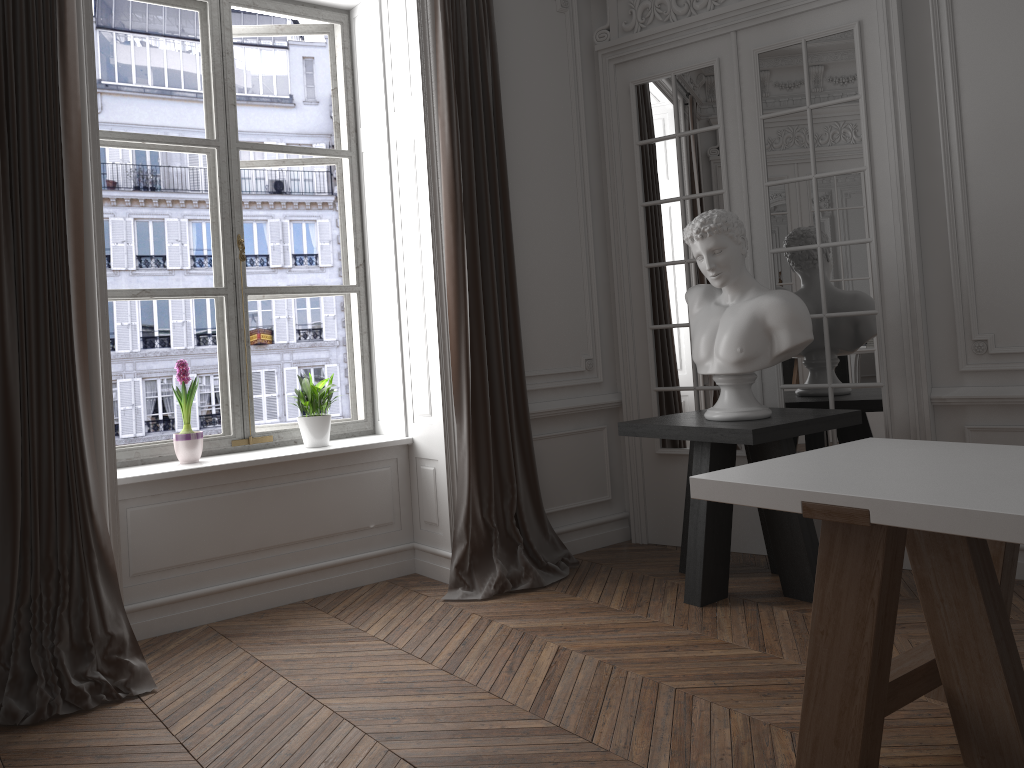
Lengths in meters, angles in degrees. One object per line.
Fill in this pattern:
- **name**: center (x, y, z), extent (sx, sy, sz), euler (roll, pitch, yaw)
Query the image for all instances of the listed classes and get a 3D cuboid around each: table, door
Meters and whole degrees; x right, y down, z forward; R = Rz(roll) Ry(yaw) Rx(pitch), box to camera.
- **table**: center (1.653, 0.595, 1.651), extent (0.902, 0.750, 2.615), euler (-5, 3, -37)
- **door**: center (1.211, -0.505, 4.436), extent (1.559, 2.743, 0.086), euler (-4, -2, 38)
- **table**: center (1.034, 0.519, 3.935), extent (0.769, 0.751, 0.765), euler (-4, 1, -37)

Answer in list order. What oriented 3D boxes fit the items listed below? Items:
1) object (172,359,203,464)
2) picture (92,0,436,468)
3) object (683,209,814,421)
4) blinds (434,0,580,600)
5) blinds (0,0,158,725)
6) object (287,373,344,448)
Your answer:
- **object**: center (-1.491, 0.123, 4.052), extent (0.129, 0.477, 0.129), euler (-4, -1, 14)
- **picture**: center (0.888, -1.161, 1.494), extent (13.241, 4.814, 13.196), euler (-6, 3, -44)
- **object**: center (0.977, -0.313, 3.893), extent (0.393, 0.926, 0.631), euler (-3, -1, -37)
- **blinds**: center (-0.085, -0.613, 4.235), extent (0.779, 3.109, 0.341), euler (-2, -2, -42)
- **blinds**: center (-1.654, -0.450, 3.105), extent (0.581, 3.110, 0.309), euler (-3, -2, -31)
- **object**: center (-0.974, 0.124, 4.386), extent (0.283, 0.370, 0.215), euler (-4, 0, 32)
